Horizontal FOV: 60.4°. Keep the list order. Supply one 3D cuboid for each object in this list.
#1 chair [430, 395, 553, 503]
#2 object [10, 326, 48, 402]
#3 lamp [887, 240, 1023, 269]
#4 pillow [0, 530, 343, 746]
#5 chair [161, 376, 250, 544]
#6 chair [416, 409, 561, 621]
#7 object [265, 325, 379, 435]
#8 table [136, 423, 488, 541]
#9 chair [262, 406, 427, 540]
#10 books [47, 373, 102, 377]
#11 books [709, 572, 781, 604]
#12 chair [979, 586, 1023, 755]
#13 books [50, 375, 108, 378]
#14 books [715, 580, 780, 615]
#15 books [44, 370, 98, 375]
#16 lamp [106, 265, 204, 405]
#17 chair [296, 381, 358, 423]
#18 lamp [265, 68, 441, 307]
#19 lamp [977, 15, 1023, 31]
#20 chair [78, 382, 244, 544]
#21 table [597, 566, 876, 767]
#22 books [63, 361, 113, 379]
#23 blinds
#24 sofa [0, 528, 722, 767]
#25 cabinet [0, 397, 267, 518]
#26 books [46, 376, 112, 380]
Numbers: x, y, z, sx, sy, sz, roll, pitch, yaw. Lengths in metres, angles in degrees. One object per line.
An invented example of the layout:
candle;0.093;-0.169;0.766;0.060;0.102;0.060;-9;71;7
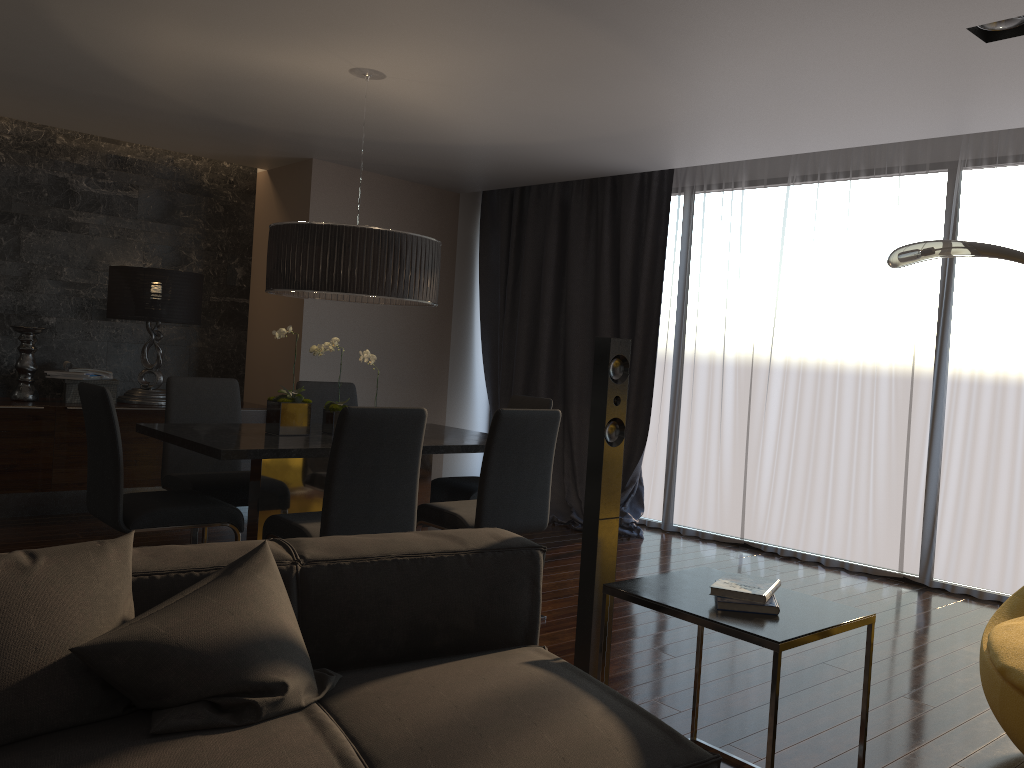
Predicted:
chair;-0.129;0.545;4.875;0.603;0.964;0.405;3;1;-41
object;-3.146;-0.131;5.703;0.207;0.485;0.210;4;1;7
lamp;3.434;0.437;2.962;4.058;1.779;0.606;5;1;26
pillow;-1.119;0.473;1.089;1.035;0.431;2.144;4;2;13
chair;-1.514;0.463;4.514;0.451;0.964;0.541;3;1;-41
chair;-0.120;0.572;4.029;0.451;0.964;0.541;3;1;-41
object;-0.891;-0.017;4.246;0.606;0.501;0.293;2;2;-45
table;-0.815;0.620;4.274;1.690;0.760;0.985;2;2;-41
chair;-0.675;0.550;3.540;0.451;0.964;0.541;3;1;-41
books;-2.903;-0.065;5.897;0.255;0.011;0.315;4;2;-4
books;0.645;0.560;2.424;0.149;0.022;0.214;5;2;26
chair;2.036;0.743;2.594;1.107;1.005;1.558;4;2;16
books;-2.889;-0.054;5.912;0.255;0.011;0.315;4;2;-4
books;0.640;0.583;2.410;0.160;0.023;0.235;4;2;9
books;-2.907;-0.076;5.890;0.253;0.011;0.318;4;2;1
lamp;-2.525;-0.332;6.197;0.610;0.933;0.575;3;1;-15
chair;-0.959;0.485;5.003;0.451;0.964;0.541;3;1;-41
lamp;-0.731;-0.958;4.252;0.829;1.102;0.779;3;1;-17
lamp;1.796;-1.341;3.226;0.167;0.077;0.186;5;2;44
chair;-1.490;0.490;3.704;0.603;0.964;0.405;3;1;-41
table;0.602;0.873;2.436;0.475;0.563;0.568;3;2;-41
books;-2.878;-0.089;5.967;0.287;0.109;0.307;3;2;-31
blinds;2.268;-0.257;5.049;7.099;2.893;0.789;5;2;41
sofa;-0.501;0.771;0.986;2.610;0.703;2.600;3;2;-31
cabinet;-3.461;-0.389;2.975;7.299;2.500;4.210;2;2;-41
books;-2.896;-0.043;5.896;0.251;0.011;0.321;4;2;6
